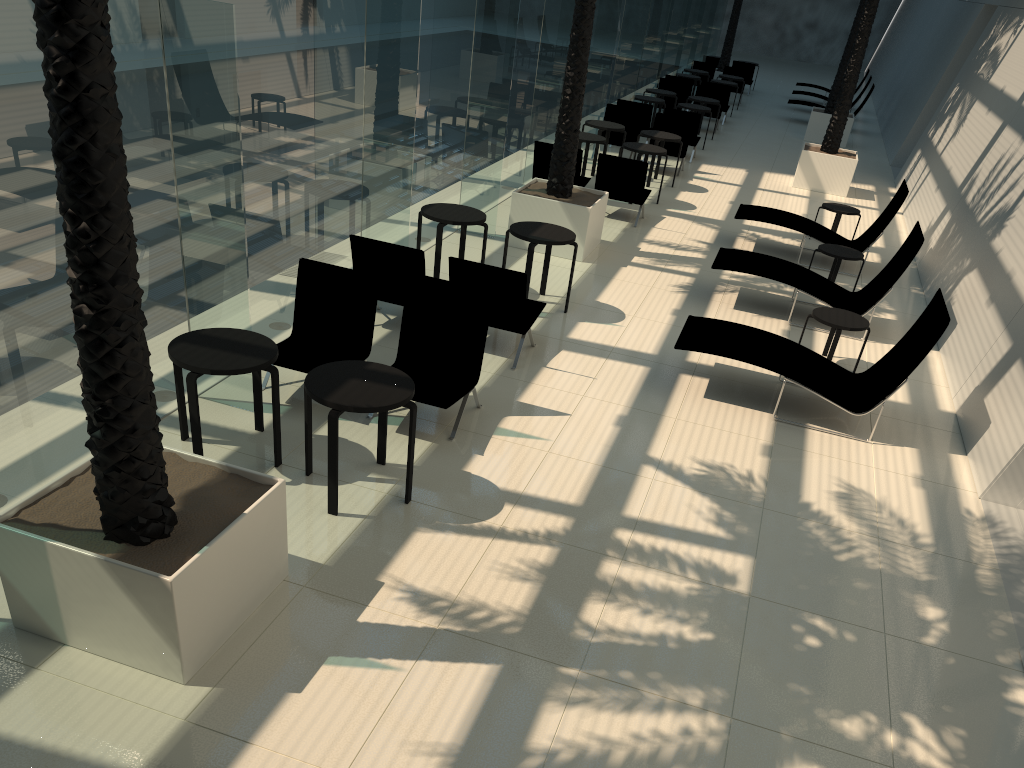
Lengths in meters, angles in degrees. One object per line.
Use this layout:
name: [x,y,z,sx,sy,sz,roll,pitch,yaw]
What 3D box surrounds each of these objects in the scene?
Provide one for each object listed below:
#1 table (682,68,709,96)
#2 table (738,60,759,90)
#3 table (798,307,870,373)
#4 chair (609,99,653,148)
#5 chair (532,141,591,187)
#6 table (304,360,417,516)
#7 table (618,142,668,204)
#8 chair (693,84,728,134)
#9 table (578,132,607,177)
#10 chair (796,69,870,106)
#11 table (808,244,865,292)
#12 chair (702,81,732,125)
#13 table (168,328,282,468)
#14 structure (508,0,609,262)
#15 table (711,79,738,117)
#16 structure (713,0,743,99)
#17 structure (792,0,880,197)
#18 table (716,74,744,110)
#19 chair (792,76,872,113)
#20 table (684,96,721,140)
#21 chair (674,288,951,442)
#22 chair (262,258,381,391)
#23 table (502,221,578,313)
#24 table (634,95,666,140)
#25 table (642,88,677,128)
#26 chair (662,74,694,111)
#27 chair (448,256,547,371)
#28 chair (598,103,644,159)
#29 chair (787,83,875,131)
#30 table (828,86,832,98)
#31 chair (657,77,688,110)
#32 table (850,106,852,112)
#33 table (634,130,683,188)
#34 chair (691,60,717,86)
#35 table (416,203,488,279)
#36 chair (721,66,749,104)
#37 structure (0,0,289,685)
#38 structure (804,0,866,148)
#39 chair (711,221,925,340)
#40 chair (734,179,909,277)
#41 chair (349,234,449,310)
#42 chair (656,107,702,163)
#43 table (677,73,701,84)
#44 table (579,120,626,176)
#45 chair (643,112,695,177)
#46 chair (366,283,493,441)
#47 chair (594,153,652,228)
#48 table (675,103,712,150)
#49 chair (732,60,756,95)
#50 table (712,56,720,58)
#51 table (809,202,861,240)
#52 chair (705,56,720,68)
table: [5.026,-8.266,24.210,0.670,0.841,0.636,-10,34,-28]
table: [7.608,-10.063,28.455,0.674,0.841,0.633,-7,33,-25]
table: [3.199,-0.419,8.705,0.546,0.557,0.518,-10,34,-29]
chair: [2.435,-5.150,17.261,0.709,0.956,0.827,15,30,12]
chair: [0.729,-3.089,12.754,0.709,0.956,0.827,15,30,12]
table: [-1.000,0.348,5.695,0.674,0.841,0.633,-7,33,-25]
table: [2.001,-3.289,13.644,0.667,0.841,0.640,-13,36,-32]
chair: [4.509,-6.392,20.277,0.709,0.956,0.827,15,30,12]
table: [1.084,-3.517,13.823,0.667,0.841,0.640,-13,36,-32]
chair: [10.029,-9.447,27.482,2.018,1.246,0.859,14,31,11]
table: [4.010,-1.398,10.846,0.546,0.557,0.518,-10,34,-29]
chair: [5.045,-7.020,21.654,0.709,0.956,0.827,15,30,12]
table: [-1.916,0.120,5.875,0.674,0.841,0.633,-7,33,-25]
structure: [0.895,-4.948,9.164,4.805,7.550,4.120,11,31,6]
table: [5.440,-7.443,22.727,0.667,0.841,0.640,-13,36,-32]
structure: [6.742,-12.018,24.621,4.670,7.550,4.246,25,35,27]
structure: [6.332,-6.845,14.573,4.522,7.415,4.063,-17,38,-35]
table: [5.942,-8.038,24.031,0.670,0.841,0.636,-10,34,-28]
chair: [9.243,-8.497,25.406,2.018,1.246,0.859,14,31,11]
table: [4.171,-5.899,19.353,0.670,0.841,0.636,-10,34,-28]
chair: [2.521,-0.377,7.652,2.018,1.246,0.859,14,31,11]
chair: [-1.544,-0.364,6.791,0.709,0.956,0.827,15,30,12]
table: [0.268,-1.197,9.069,0.667,0.841,0.640,-13,36,-32]
table: [2.798,-5.587,18.351,0.667,0.841,0.640,-13,36,-32]
table: [3.255,-6.126,19.532,0.670,0.841,0.636,-10,34,-28]
chair: [4.164,-7.239,21.827,0.709,0.956,0.827,15,30,12]
chair: [-0.129,-0.769,7.987,0.709,0.956,0.827,15,30,12]
chair: [1.903,-4.527,15.894,0.709,0.956,0.827,15,30,12]
chair: [8.457,-7.547,23.329,2.018,1.246,0.859,14,31,11]
table: [10.707,-9.489,28.535,0.546,0.557,0.518,-10,34,-29]
chair: [3.628,-6.611,20.449,0.709,0.956,0.827,15,30,12]
table: [9.135,-7.590,24.382,0.546,0.557,0.518,-10,34,-29]
table: [2.447,-3.815,14.798,0.670,0.841,0.636,-10,34,-28]
chair: [5.399,-8.750,25.126,0.709,0.956,0.827,15,30,12]
table: [-0.648,-1.424,9.248,0.667,0.841,0.640,-13,36,-32]
chair: [6.280,-8.531,24.954,0.709,0.956,0.827,15,30,12]
structure: [-1.619,-1.947,2.594,4.465,7.550,4.433,4,31,-6]
structure: [7.969,-9.081,19.473,4.650,7.350,3.945,4,31,-6]
chair: [3.331,-1.356,9.793,2.018,1.246,0.859,14,31,11]
chair: [4.118,-2.306,11.870,2.018,1.246,0.859,14,31,11]
chair: [-1.011,-0.987,8.159,0.709,0.956,0.827,15,30,12]
chair: [3.317,-4.932,17.089,0.709,0.956,0.827,15,30,12]
table: [4.523,-7.671,22.906,0.667,0.841,0.640,-13,36,-32]
table: [1.530,-4.043,14.977,0.670,0.841,0.636,-10,34,-28]
chair: [2.784,-4.308,15.721,0.709,0.956,0.827,15,30,12]
chair: [-0.662,-0.145,6.619,0.709,0.956,0.827,15,30,12]
chair: [1.610,-2.870,12.582,0.709,0.956,0.827,15,30,12]
table: [3.715,-5.360,18.171,0.667,0.841,0.640,-13,36,-32]
chair: [7.249,-9.682,27.475,0.709,0.956,0.827,15,30,12]
table: [6.692,-10.291,28.634,0.674,0.841,0.633,-7,33,-25]
table: [4.796,-2.348,12.922,0.543,0.557,0.521,-13,35,-32]
chair: [6.368,-9.901,27.647,0.709,0.956,0.827,15,30,12]
